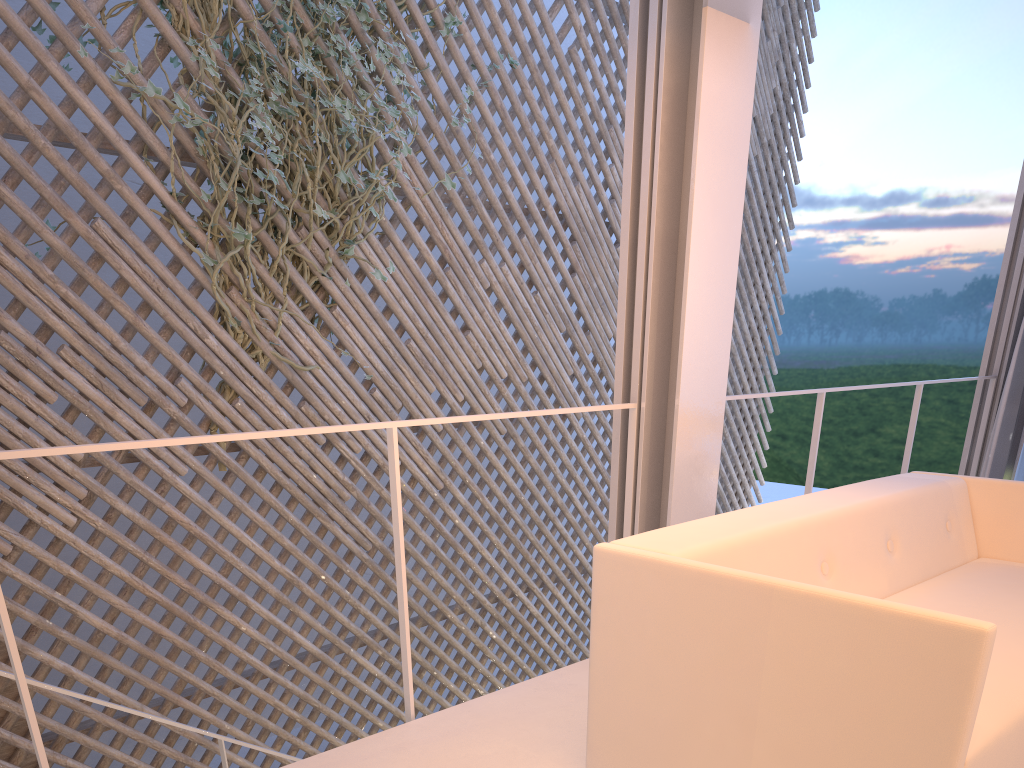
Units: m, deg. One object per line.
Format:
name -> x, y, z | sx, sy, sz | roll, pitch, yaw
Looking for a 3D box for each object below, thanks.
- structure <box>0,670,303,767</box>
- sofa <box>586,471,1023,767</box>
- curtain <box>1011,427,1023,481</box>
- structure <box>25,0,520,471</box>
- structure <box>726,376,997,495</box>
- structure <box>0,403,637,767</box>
structure -> -0.983, 1.069, 1.884 | 1.125, 2.159, 1.856 | 15, 20, 40
sofa -> 0.637, 0.392, 1.300 | 0.947, 0.407, 0.474 | -5, 11, -41
curtain -> 1.864, -0.793, 2.208 | 0.485, 2.656, 0.091 | 16, 26, 37
structure -> -0.495, -1.158, 2.558 | 0.703, 2.994, 2.223 | 17, 22, 39
structure -> 0.980, 0.295, 2.313 | 1.636, 0.617, 0.026 | -5, 19, -39
structure -> -0.384, 0.359, 1.171 | 1.638, 0.617, 0.026 | -5, 19, -39
